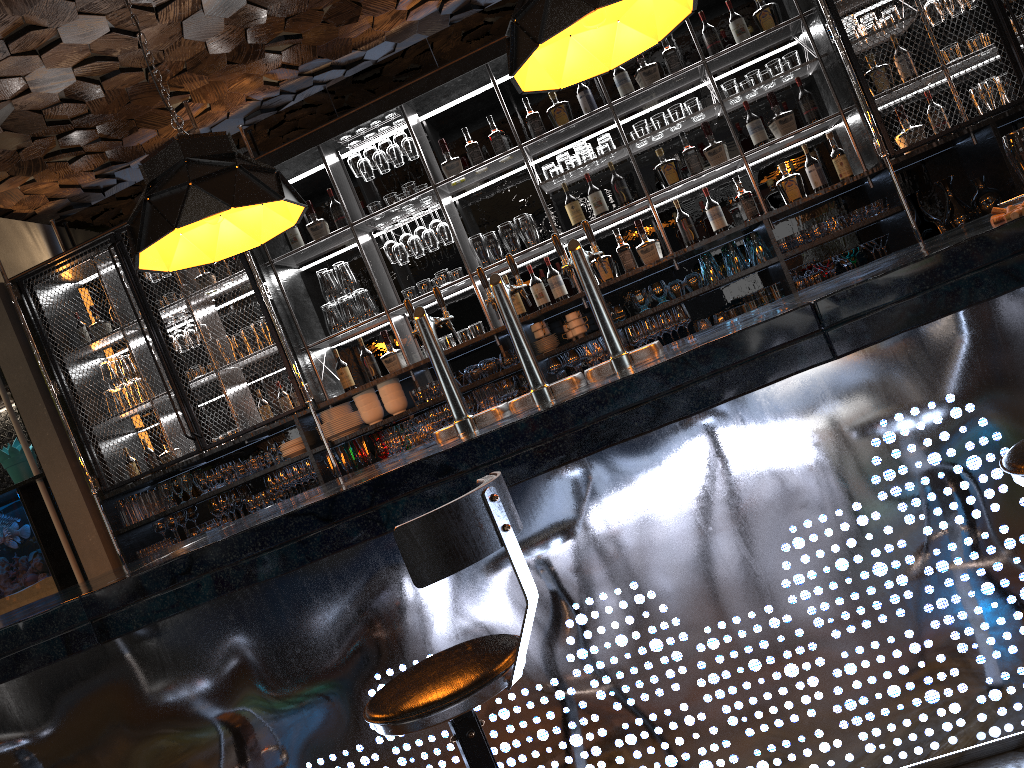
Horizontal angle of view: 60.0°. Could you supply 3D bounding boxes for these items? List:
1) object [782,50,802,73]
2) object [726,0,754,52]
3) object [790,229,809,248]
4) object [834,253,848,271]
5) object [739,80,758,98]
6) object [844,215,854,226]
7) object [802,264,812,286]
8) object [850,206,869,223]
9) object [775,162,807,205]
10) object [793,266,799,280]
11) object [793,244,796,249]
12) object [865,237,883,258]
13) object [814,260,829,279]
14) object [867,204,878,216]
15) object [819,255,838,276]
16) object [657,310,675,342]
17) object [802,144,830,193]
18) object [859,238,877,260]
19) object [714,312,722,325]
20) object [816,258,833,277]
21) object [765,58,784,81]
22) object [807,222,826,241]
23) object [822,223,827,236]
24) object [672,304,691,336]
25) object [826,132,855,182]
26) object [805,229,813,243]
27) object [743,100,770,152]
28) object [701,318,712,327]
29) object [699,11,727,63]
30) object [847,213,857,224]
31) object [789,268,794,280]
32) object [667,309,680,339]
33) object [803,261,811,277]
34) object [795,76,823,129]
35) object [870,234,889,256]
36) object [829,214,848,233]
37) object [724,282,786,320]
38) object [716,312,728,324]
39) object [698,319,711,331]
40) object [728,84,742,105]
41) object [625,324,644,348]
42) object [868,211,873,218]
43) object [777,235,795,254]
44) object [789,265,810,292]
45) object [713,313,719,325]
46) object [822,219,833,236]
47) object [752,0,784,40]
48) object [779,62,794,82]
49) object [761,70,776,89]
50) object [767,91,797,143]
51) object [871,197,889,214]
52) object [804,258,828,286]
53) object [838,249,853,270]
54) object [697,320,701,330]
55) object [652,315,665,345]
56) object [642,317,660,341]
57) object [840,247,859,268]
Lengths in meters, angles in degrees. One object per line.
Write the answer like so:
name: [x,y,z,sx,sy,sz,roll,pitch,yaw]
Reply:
object: [1.572,-1.803,4.969,0.089,0.092,0.089,-22,0,-4]
object: [1.294,-2.064,5.094,0.086,0.298,0.086,-22,0,-31]
object: [1.591,-0.800,4.904,0.084,0.082,0.084,-22,0,12]
object: [1.926,-0.683,5.121,0.106,0.148,0.106,-22,0,-40]
object: [1.386,-1.727,5.186,0.089,0.092,0.089,-22,0,-4]
object: [1.954,-0.944,5.068,0.088,0.070,0.098,-22,0,-5]
object: [1.697,-0.602,5.043,0.089,0.174,0.089,-22,0,-29]
object: [1.917,-0.928,4.874,0.098,0.070,0.088,-23,0,-44]
object: [1.588,-1.147,5.078,0.151,0.248,0.094,-22,0,20]
object: [1.619,-0.570,4.996,0.089,0.174,0.089,-22,0,-29]
object: [1.615,-0.810,5.000,0.084,0.082,0.084,-22,0,28]
object: [2.054,-0.737,4.956,0.107,0.152,0.107,-22,0,25]
object: [1.822,-0.640,5.143,0.106,0.148,0.106,-22,0,29]
object: [2.015,-0.969,4.904,0.098,0.070,0.088,-22,0,38]
object: [1.782,-0.623,4.913,0.106,0.148,0.106,-22,0,29]
object: [0.902,-0.304,5.080,0.091,0.229,0.091,-22,0,38]
object: [1.721,-1.228,5.064,0.086,0.298,0.086,-22,0,-31]
object: [2.072,-0.745,5.084,0.107,0.152,0.107,-22,0,17]
object: [1.210,-0.360,5.125,0.067,0.099,0.067,-22,0,-18]
object: [1.804,-0.633,5.027,0.106,0.148,0.106,-22,0,43]
object: [1.480,-1.765,4.981,0.089,0.092,0.089,-22,0,-40]
object: [1.680,-0.836,4.885,0.084,0.082,0.084,-22,0,28]
object: [1.811,-0.892,5.042,0.084,0.082,0.084,-22,0,13]
object: [0.989,-0.340,5.060,0.091,0.229,0.091,-22,0,-17]
object: [1.852,-1.282,5.023,0.080,0.299,0.080,-22,0,13]
object: [1.711,-0.850,5.076,0.084,0.082,0.084,-22,0,8]
object: [1.392,-1.487,5.095,0.086,0.298,0.086,-22,0,-31]
object: [1.125,-0.326,5.132,0.067,0.100,0.067,-22,0,3]
object: [1.139,-2.001,5.097,0.086,0.299,0.086,-22,0,-31]
object: [1.935,-0.936,4.970,0.088,0.070,0.098,-22,0,34]
object: [1.625,-0.573,5.091,0.089,0.174,0.089,-22,0,-29]
object: [0.956,-0.327,5.183,0.091,0.229,0.091,-22,0,4]
object: [1.727,-0.615,5.136,0.089,0.174,0.089,-22,0,-29]
object: [1.673,-1.603,5.034,0.086,0.299,0.086,-22,0,-31]
object: [2.035,-0.729,4.840,0.107,0.152,0.107,-22,0,36]
object: [1.788,-0.882,4.863,0.084,0.082,0.084,-22,0,-7]
object: [1.389,-0.454,5.075,0.356,0.134,0.206,-22,0,18]
object: [1.188,-0.351,5.003,0.067,0.099,0.067,-22,0,-18]
object: [1.094,-0.313,5.024,0.067,0.100,0.067,-22,0,3]
object: [1.290,-1.687,5.170,0.089,0.092,0.089,-22,0,-35]
object: [0.724,-0.231,5.112,0.091,0.229,0.091,-22,0,-3]
object: [2.032,-0.976,5.004,0.098,0.070,0.088,-22,0,-33]
object: [1.518,-0.770,4.922,0.084,0.082,0.084,-22,0,3]
object: [1.593,-0.559,4.905,0.089,0.174,0.089,-22,0,-29]
object: [1.223,-0.366,5.221,0.067,0.099,0.067,-22,0,-18]
object: [1.788,-0.882,4.962,0.084,0.082,0.084,-22,0,17]
object: [1.444,-2.097,5.033,0.151,0.248,0.094,-22,0,39]
object: [1.579,-1.806,5.134,0.089,0.092,0.089,-22,0,-40]
object: [1.477,-1.764,5.142,0.089,0.092,0.089,-22,0,-4]
object: [1.521,-1.529,5.049,0.123,0.279,0.123,-22,0,0]
object: [2.001,-0.963,4.807,0.088,0.070,0.098,-22,0,21]
object: [1.701,-0.603,4.943,0.089,0.174,0.089,-22,0,-29]
object: [1.908,-0.676,5.008,0.106,0.148,0.106,-22,0,39]
object: [1.135,-0.331,5.243,0.067,0.100,0.067,-22,0,3]
object: [0.870,-0.292,5.202,0.091,0.229,0.091,-22,0,43]
object: [0.818,-0.270,5.098,0.091,0.229,0.091,-22,0,-32]
object: [1.889,-0.667,4.893,0.106,0.148,0.106,-22,0,20]
